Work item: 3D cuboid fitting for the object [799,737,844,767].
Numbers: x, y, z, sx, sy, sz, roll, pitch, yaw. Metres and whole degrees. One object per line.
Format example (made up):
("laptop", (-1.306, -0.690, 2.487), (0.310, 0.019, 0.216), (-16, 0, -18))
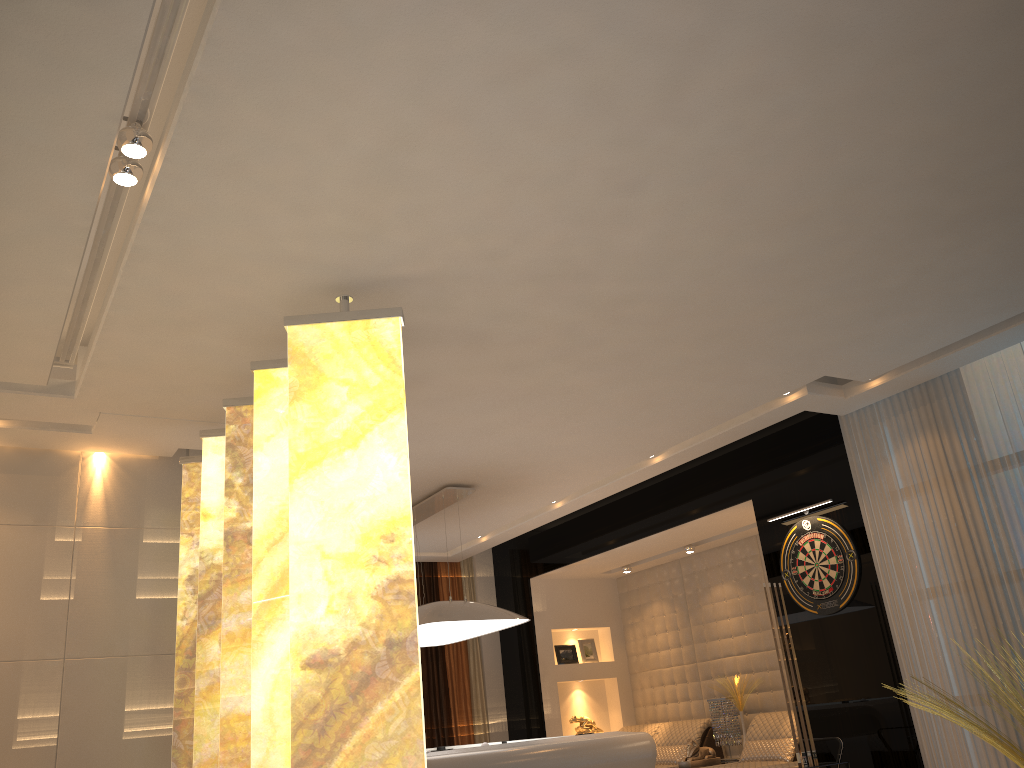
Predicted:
("object", (1.922, 2.334, 5.445), (0.032, 0.297, 0.330), (7, -25, -31))

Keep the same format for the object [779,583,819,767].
("object", (1.829, 2.047, 5.515), (0.027, 1.605, 0.026), (-8, -21, 5))

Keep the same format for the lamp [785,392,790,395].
("lamp", (1.693, 0.005, 5.558), (0.107, 0.127, 0.107), (-1, -22, -13))

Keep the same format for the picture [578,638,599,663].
("picture", (0.801, 2.823, 9.363), (0.211, 0.262, 0.094), (7, -25, -31))

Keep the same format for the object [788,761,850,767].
("object", (1.866, 2.553, 5.307), (0.325, 0.508, 0.261), (7, -25, -31))

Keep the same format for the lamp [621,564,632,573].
("lamp", (1.175, 1.879, 9.119), (0.107, 0.127, 0.107), (-22, -26, 35))

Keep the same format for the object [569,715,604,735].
("object", (0.765, 3.496, 9.093), (0.409, 0.202, 0.124), (6, -24, -27))

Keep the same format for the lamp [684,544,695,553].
("lamp", (1.670, 1.530, 8.363), (0.107, 0.127, 0.107), (-22, -26, 35))

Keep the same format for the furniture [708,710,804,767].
("furniture", (2.148, 2.944, 6.798), (1.107, 0.810, 1.312), (7, -25, -31))

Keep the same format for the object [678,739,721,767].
("object", (1.587, 3.137, 7.571), (0.344, 0.217, 0.155), (7, -25, -31))

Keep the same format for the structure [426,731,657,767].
("structure", (-0.473, 3.015, 6.284), (1.659, 0.812, 2.912), (7, -25, -31))

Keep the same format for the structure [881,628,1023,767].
("structure", (2.446, 1.600, 3.902), (1.275, 1.142, 1.282), (-11, -22, 12))

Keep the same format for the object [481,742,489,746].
("object", (-0.179, 2.425, 5.925), (0.057, 0.057, 0.057), (-16, -24, 25))

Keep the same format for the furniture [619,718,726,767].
("furniture", (1.175, 3.630, 8.288), (1.107, 0.810, 1.312), (7, -25, -31))

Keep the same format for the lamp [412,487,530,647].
("lamp", (-0.625, 1.449, 6.909), (0.939, 0.995, 1.578), (7, -25, -30))

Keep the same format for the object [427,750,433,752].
("object", (-0.336, 2.719, 6.596), (0.028, 0.026, 1.605), (5, -24, -26))

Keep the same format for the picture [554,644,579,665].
("picture", (0.561, 2.817, 9.211), (0.264, 0.209, 0.090), (7, -25, -31))

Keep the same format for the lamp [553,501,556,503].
("lamp", (0.333, 0.961, 7.635), (0.107, 0.127, 0.107), (-22, -26, 35))

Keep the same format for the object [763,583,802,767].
("object", (1.706, 2.030, 5.443), (0.027, 1.605, 0.026), (-8, -21, 5))

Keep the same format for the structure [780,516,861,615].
("structure", (2.107, 1.246, 6.101), (0.048, 0.669, 0.669), (7, -25, -31))

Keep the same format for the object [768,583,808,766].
("object", (1.747, 2.035, 5.468), (0.027, 1.605, 0.026), (-8, -21, 5))

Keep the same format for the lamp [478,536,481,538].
("lamp", (-0.344, 1.438, 8.672), (0.107, 0.127, 0.107), (-22, -26, 35))

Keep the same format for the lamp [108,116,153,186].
("lamp", (-1.227, -0.747, 2.852), (0.107, 0.127, 0.271), (7, -25, -31))

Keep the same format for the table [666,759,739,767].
("table", (1.675, 3.453, 7.476), (1.143, 0.457, 0.608), (7, -25, -31))

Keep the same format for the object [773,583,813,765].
("object", (1.788, 2.042, 5.491), (0.027, 1.605, 0.026), (-8, -21, 5))

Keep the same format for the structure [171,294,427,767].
("structure", (-1.025, 1.176, 3.827), (0.448, 2.555, 2.180), (7, -25, -31))

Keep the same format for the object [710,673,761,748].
("object", (1.996, 2.869, 7.674), (0.388, 0.718, 0.390), (12, -28, -38))

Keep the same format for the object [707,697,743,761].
("object", (1.903, 3.063, 7.891), (0.124, 0.522, 0.247), (7, -25, -31))
